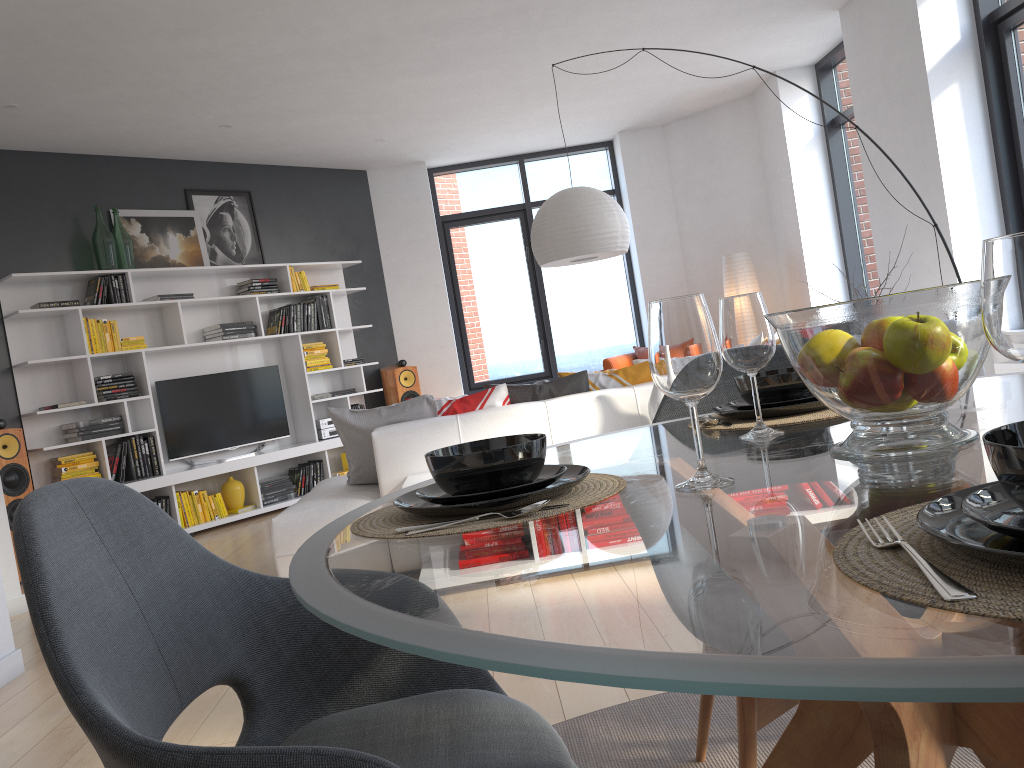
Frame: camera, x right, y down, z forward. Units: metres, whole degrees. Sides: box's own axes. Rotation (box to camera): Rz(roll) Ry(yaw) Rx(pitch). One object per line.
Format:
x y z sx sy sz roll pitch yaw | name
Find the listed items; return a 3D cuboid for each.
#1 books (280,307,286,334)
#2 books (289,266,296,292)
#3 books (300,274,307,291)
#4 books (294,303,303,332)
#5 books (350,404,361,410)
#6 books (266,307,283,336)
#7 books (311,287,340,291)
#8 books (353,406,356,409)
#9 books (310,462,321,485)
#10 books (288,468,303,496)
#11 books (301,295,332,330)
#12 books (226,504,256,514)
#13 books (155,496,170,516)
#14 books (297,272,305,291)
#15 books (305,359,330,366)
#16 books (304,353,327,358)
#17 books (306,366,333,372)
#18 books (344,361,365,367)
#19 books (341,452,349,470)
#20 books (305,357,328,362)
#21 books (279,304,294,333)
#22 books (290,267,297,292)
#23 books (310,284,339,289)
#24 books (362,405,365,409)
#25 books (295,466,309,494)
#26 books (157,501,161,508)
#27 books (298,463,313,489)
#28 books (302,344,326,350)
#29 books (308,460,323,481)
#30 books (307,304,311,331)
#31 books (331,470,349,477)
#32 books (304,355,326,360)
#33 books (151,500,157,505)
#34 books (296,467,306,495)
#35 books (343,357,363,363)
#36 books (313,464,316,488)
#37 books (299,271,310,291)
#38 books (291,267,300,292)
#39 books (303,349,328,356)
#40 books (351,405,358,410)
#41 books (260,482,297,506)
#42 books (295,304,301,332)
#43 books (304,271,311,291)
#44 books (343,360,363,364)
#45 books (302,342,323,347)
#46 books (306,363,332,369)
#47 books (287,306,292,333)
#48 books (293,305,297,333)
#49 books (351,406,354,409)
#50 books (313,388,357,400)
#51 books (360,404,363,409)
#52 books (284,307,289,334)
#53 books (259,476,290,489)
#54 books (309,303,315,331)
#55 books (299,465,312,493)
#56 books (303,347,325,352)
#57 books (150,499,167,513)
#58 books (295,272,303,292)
-2.024 -0.532 7.659 0.187 0.234 0.096 -8 2 43 | books
-1.959 -0.898 7.712 0.161 0.229 0.041 -8 2 41 | books
-1.862 -0.882 7.794 0.108 0.161 0.046 -8 2 42 | books
-1.901 -0.570 7.795 0.197 0.260 0.066 -8 2 43 | books
-1.436 0.311 8.153 0.193 0.255 0.066 -8 2 42 | books
-2.043 -0.529 7.631 0.182 0.234 0.104 -8 2 43 | books
-1.721 -0.845 8.022 0.257 0.028 0.194 -11 2 -42 | books
-1.465 0.326 8.114 0.170 0.236 0.049 -8 2 43 | books
-1.727 0.801 7.664 0.191 0.249 0.084 -8 2 43 | books
-1.847 0.833 7.525 0.182 0.234 0.104 -8 2 43 | books
-1.764 -0.624 7.988 0.259 0.321 0.128 -8 2 43 | books
-2.223 1.010 7.115 0.270 0.029 0.204 -8 2 28 | books
-2.633 0.975 6.675 0.197 0.260 0.066 -8 2 43 | books
-1.884 -0.887 7.788 0.128 0.178 0.044 -8 2 42 | books
-1.780 -0.183 7.907 0.189 0.042 0.243 -8 2 43 | books
-1.798 -0.247 7.913 0.171 0.019 0.239 -8 2 43 | books
-1.759 -0.127 7.902 0.257 0.028 0.194 -11 2 -42 | books
-1.485 -0.176 8.142 0.213 0.023 0.161 -11 3 -44 | books
-1.443 0.741 7.976 0.198 0.255 0.044 -8 2 43 | books
-1.796 -0.209 7.914 0.251 0.014 0.189 -11 3 -44 | books
-1.966 -0.555 7.724 0.192 0.254 0.075 -8 2 42 | books
-1.957 -0.898 7.741 0.163 0.224 0.041 -8 2 41 | books
-1.734 -0.869 8.025 0.257 0.024 0.203 -11 3 -44 | books
-1.409 0.314 8.217 0.179 0.233 0.077 -8 2 43 | books
-1.797 0.824 7.567 0.169 0.233 0.081 -8 2 42 | books
-2.671 0.991 6.613 0.179 0.243 0.071 -8 2 42 | books
-1.771 0.808 7.618 0.192 0.254 0.075 -8 2 42 | books
-1.800 -0.325 7.917 0.223 0.023 0.163 -11 2 -43 | books
-1.706 0.792 7.689 0.197 0.260 0.066 -8 2 43 | books
-1.842 -0.574 7.837 0.179 0.243 0.071 -8 2 42 | books
-1.521 0.796 7.890 0.138 0.026 0.186 -8 2 43 | books
-1.790 -0.227 7.893 0.217 0.023 0.145 -11 2 -43 | books
-2.699 0.991 6.603 0.192 0.254 0.075 -8 2 42 | books
-1.828 0.830 7.553 0.187 0.234 0.096 -8 2 43 | books
-1.503 -0.213 8.154 0.213 0.023 0.161 -11 3 -44 | books
-1.747 0.810 7.634 0.179 0.243 0.068 -8 2 41 | books
-1.859 -0.895 7.821 0.141 0.184 0.064 -8 3 44 | books
-1.943 -0.900 7.769 0.164 0.224 0.054 -8 2 42 | books
-1.794 -0.274 7.919 0.239 0.033 0.176 -11 3 -44 | books
-1.446 0.319 8.125 0.169 0.242 0.050 -8 2 42 | books
-2.013 0.913 7.379 0.277 0.137 0.343 -8 2 38 | books
-1.922 -0.561 7.770 0.191 0.249 0.084 -8 2 43 | books
-1.850 -0.898 7.843 0.142 0.184 0.044 -8 2 43 | books
-1.490 -0.195 8.143 0.142 0.015 0.198 -8 2 41 | books
-1.827 -0.345 7.925 0.223 0.023 0.163 -11 2 -43 | books
-1.772 -0.151 7.904 0.257 0.024 0.203 -11 3 -44 | books
-1.961 -0.547 7.689 0.172 0.242 0.069 -8 3 43 | books
-1.943 -0.552 7.740 0.179 0.243 0.068 -8 2 41 | books
-1.486 0.329 8.100 0.189 0.240 0.053 -8 2 43 | books
-1.607 0.089 8.039 0.250 0.047 0.310 -8 2 38 | books
-1.409 0.312 8.170 0.177 0.242 0.066 -8 2 42 | books
-1.993 -0.538 7.672 0.169 0.233 0.081 -8 2 42 | books
-2.048 0.824 7.386 0.250 0.047 0.310 -8 2 38 | books
-1.825 -0.580 7.873 0.191 0.249 0.084 -8 2 43 | books
-1.766 0.815 7.583 0.172 0.242 0.069 -8 3 43 | books
-1.804 -0.301 7.914 0.227 0.022 0.160 -10 2 -32 | books
-2.654 0.984 6.649 0.191 0.249 0.084 -8 2 43 | books
-1.903 -0.884 7.778 0.132 0.180 0.054 -8 2 43 | books
